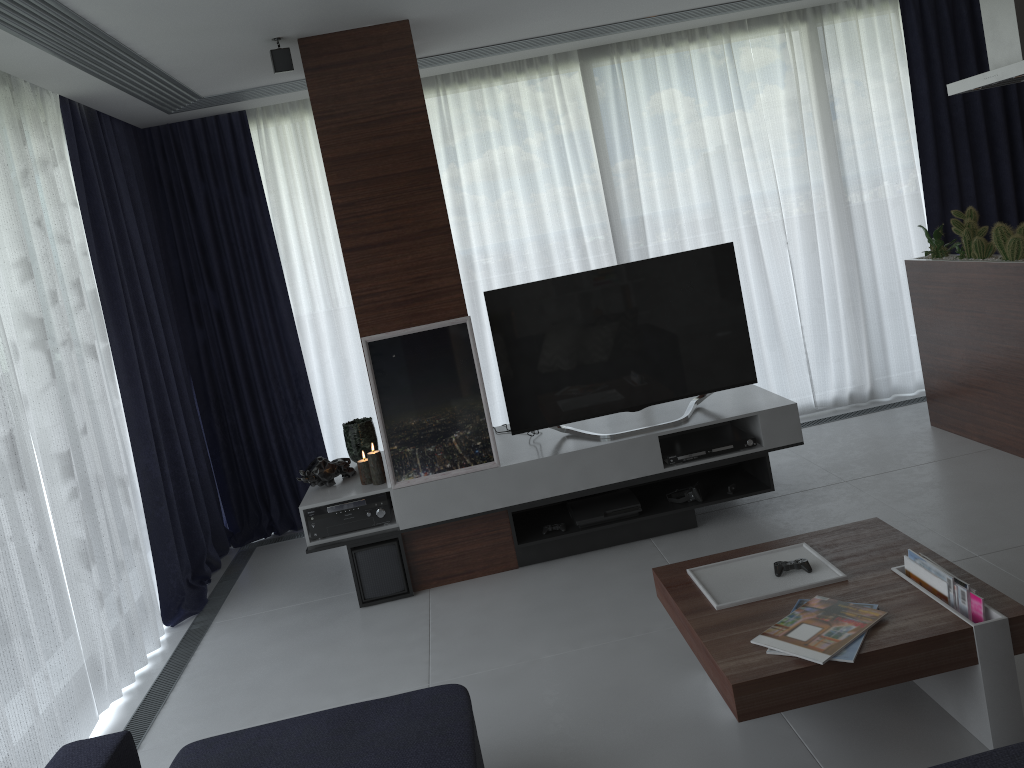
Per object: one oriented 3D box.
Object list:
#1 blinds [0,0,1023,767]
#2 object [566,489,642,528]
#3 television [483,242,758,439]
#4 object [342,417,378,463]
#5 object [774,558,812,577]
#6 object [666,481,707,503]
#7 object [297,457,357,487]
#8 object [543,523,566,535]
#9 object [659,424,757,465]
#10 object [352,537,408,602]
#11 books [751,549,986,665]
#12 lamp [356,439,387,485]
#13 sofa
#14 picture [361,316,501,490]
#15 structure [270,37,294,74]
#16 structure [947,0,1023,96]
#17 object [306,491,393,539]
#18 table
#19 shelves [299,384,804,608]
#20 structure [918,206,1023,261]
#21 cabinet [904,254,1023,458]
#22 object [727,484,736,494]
[{"bbox_3d":[0.870,-0.394,2.204,5.798,2.748,7.209,-11,9,0],"label":"blinds"},{"bbox_3d":[0.437,0.592,4.241,0.314,0.067,0.316,-12,9,-4],"label":"object"},{"bbox_3d":[0.539,-0.183,4.274,1.231,0.780,0.299,-12,5,-4],"label":"television"},{"bbox_3d":[-0.790,0.301,4.640,0.170,0.227,0.168,-14,7,-27],"label":"object"},{"bbox_3d":[0.864,0.562,2.731,0.112,0.036,0.071,-10,9,9],"label":"object"},{"bbox_3d":[0.824,0.516,4.218,0.183,0.078,0.118,-7,9,26],"label":"object"},{"bbox_3d":[-0.908,0.421,4.305,0.136,0.149,0.315,-5,11,43],"label":"object"},{"bbox_3d":[0.199,0.673,4.138,0.112,0.036,0.071,-10,9,9],"label":"object"},{"bbox_3d":[0.918,0.293,4.277,0.431,0.052,0.338,-12,9,-4],"label":"object"},{"bbox_3d":[-0.610,0.835,4.132,0.213,0.249,0.256,-12,7,-4],"label":"object"},{"bbox_3d":[4.320,-0.232,4.011,8.305,0.370,0.405,-16,8,-25],"label":"books"},{"bbox_3d":[-0.671,0.366,4.172,0.153,0.209,0.078,-5,8,44],"label":"lamp"},{"bbox_3d":[0.366,0.900,1.673,2.876,0.603,1.916,-12,9,-4],"label":"sofa"},{"bbox_3d":[-0.365,0.083,4.004,0.501,0.695,0.053,-12,5,-4],"label":"picture"},{"bbox_3d":[-1.007,-1.425,3.851,0.085,0.141,0.115,-13,7,-14],"label":"structure"},{"bbox_3d":[2.486,-1.846,4.116,0.447,0.753,1.053,-12,8,-3],"label":"structure"},{"bbox_3d":[-0.760,0.585,4.206,0.370,0.149,0.372,-12,9,-4],"label":"object"},{"bbox_3d":[0.929,0.759,2.617,0.801,0.349,0.813,-12,9,-4],"label":"table"},{"bbox_3d":[0.194,0.505,4.494,2.352,0.495,0.880,-12,8,-4],"label":"shelves"},{"bbox_3d":[2.312,-0.754,4.457,0.222,0.283,1.010,-11,9,-1],"label":"structure"},{"bbox_3d":[2.651,-0.825,3.340,0.787,2.529,3.364,-11,8,-3],"label":"cabinet"},{"bbox_3d":[1.040,0.497,4.176,0.044,0.043,0.044,-12,7,-3],"label":"object"}]
